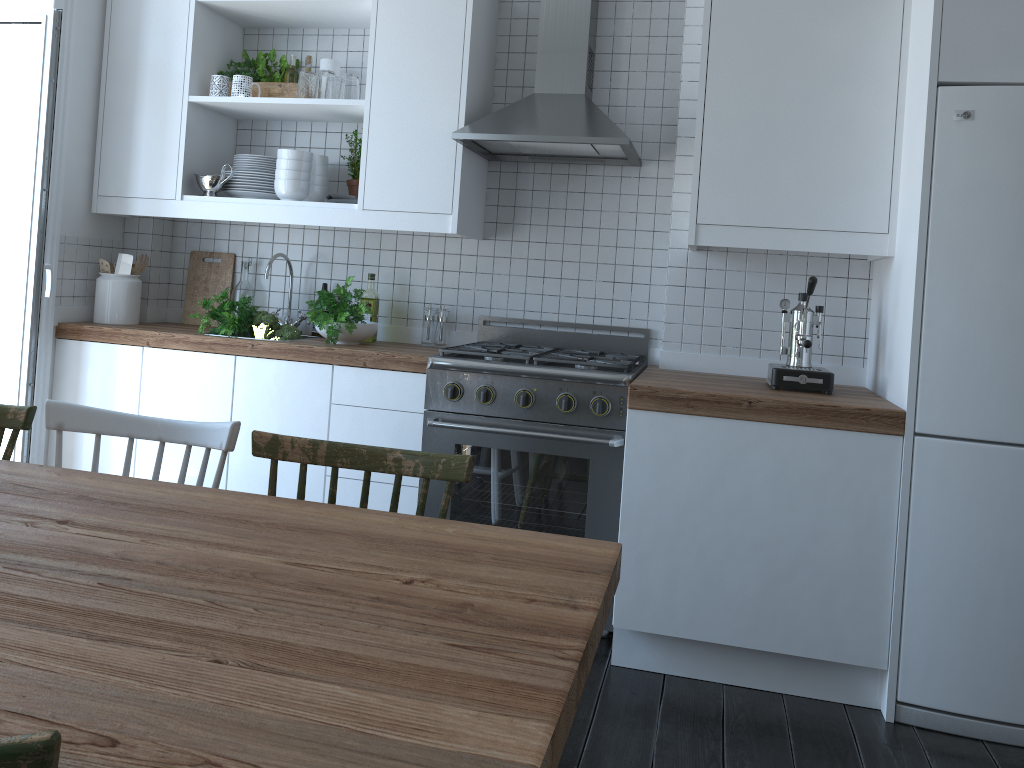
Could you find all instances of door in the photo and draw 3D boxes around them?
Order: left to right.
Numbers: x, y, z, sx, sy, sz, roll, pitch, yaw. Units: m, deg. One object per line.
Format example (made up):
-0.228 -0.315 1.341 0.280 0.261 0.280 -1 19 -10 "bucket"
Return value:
-2.036 -0.418 3.335 0.586 2.026 0.104 4 0 7 "door"

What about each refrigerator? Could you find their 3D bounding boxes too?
1.489 0.055 2.707 0.577 1.801 0.680 4 0 13 "refrigerator"

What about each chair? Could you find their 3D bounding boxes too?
-1.312 0.455 1.751 0.468 0.827 0.486 4 1 11 "chair"
-0.531 0.614 0.825 0.468 0.827 0.486 4 1 11 "chair"
-0.835 0.488 1.678 0.467 0.842 0.510 4 1 13 "chair"
-0.362 0.544 1.550 0.468 0.827 0.486 4 1 11 "chair"

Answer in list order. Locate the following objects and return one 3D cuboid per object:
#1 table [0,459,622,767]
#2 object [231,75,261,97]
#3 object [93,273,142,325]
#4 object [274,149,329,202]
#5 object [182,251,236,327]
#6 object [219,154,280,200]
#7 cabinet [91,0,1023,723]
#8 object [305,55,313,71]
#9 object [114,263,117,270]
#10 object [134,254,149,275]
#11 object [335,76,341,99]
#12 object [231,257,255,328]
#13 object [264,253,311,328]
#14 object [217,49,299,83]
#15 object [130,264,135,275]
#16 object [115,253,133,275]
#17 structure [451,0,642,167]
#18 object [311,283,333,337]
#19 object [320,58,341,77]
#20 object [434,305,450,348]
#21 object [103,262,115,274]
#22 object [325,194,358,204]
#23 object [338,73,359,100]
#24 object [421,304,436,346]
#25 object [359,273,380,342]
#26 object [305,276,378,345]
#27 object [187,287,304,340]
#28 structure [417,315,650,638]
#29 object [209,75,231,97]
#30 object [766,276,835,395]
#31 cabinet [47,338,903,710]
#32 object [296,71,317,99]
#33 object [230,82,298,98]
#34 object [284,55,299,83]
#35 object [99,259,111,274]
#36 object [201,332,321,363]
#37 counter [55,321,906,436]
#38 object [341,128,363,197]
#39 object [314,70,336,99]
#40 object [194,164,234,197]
-1.026 0.580 1.302 2.231 0.716 1.021 5 4 13 "table"
-1.089 -1.202 3.593 0.108 0.100 0.083 4 2 2 "object"
-1.644 -0.356 3.676 0.174 0.208 0.174 5 3 17 "object"
-0.861 -0.844 3.616 0.150 0.216 0.310 4 4 10 "object"
-1.347 -0.423 3.913 0.220 0.330 0.040 4 0 13 "object"
-1.076 -0.860 3.721 0.301 0.194 0.307 5 5 14 "object"
0.051 -0.389 3.211 3.799 2.372 0.778 5 1 17 "cabinet"
-0.872 -1.282 3.753 0.056 0.233 0.056 4 0 16 "object"
-1.642 -0.385 3.715 0.118 0.250 0.033 4 0 13 "object"
-1.599 -0.403 3.705 0.131 0.296 0.056 4 0 -8 "object"
-0.718 -1.183 3.567 0.086 0.119 0.086 3 2 -18 "object"
-1.172 -0.396 3.841 0.098 0.317 0.098 4 0 13 "object"
-0.936 -0.371 3.698 0.188 0.352 0.275 4 2 -11 "object"
-1.101 -1.312 3.776 0.347 0.254 0.164 4 2 3 "object"
-1.608 -0.382 3.710 0.050 0.247 0.115 4 1 -22 "object"
-1.640 -0.403 3.686 0.064 0.290 0.141 4 1 -14 "object"
0.196 -1.522 3.333 0.634 1.304 0.528 4 1 13 "structure"
-0.804 -0.315 3.749 0.085 0.230 0.085 4 0 -22 "object"
-0.774 -1.254 3.721 0.085 0.222 0.085 4 1 20 "object"
-0.288 -0.237 3.612 0.059 0.172 0.059 4 0 26 "object"
-1.674 -0.385 3.678 0.118 0.251 0.060 5 1 43 "object"
-0.664 -0.734 3.549 0.246 0.042 0.278 5 6 5 "object"
-0.650 -1.172 3.514 0.086 0.119 0.086 3 2 -18 "object"
-0.344 -0.245 3.647 0.059 0.172 0.059 4 0 26 "object"
-0.592 -0.319 3.658 0.066 0.282 0.066 4 0 8 "object"
-0.666 -0.291 3.441 0.271 0.269 0.339 4 4 3 "object"
-1.046 -0.228 3.505 0.468 0.307 0.285 3 3 -14 "object"
0.093 0.290 3.220 0.702 1.019 0.723 4 2 13 "structure"
-1.205 -1.215 3.637 0.082 0.100 0.109 3 3 -18 "object"
0.955 -0.163 2.874 0.206 0.369 0.354 4 3 13 "object"
-0.307 0.355 3.305 3.193 0.814 0.729 6 3 21 "cabinet"
-0.816 -1.183 3.513 0.086 0.119 0.086 5 2 36 "object"
-1.035 -1.218 3.757 0.393 0.103 0.153 5 5 13 "object"
-0.931 -1.279 3.721 0.060 0.225 0.060 4 0 -4 "object"
-1.686 -0.388 3.657 0.054 0.262 0.149 4 1 -12 "object"
-1.011 -0.142 3.562 0.372 0.111 0.355 5 6 13 "object"
-0.296 -0.072 3.253 3.105 0.073 0.849 6 7 13 "counter"
-0.612 -0.906 3.677 0.170 0.366 0.166 3 1 -40 "object"
-0.737 -1.174 3.479 0.086 0.119 0.086 5 2 36 "object"
-1.210 -0.823 3.572 0.210 0.134 0.102 6 3 25 "object"
